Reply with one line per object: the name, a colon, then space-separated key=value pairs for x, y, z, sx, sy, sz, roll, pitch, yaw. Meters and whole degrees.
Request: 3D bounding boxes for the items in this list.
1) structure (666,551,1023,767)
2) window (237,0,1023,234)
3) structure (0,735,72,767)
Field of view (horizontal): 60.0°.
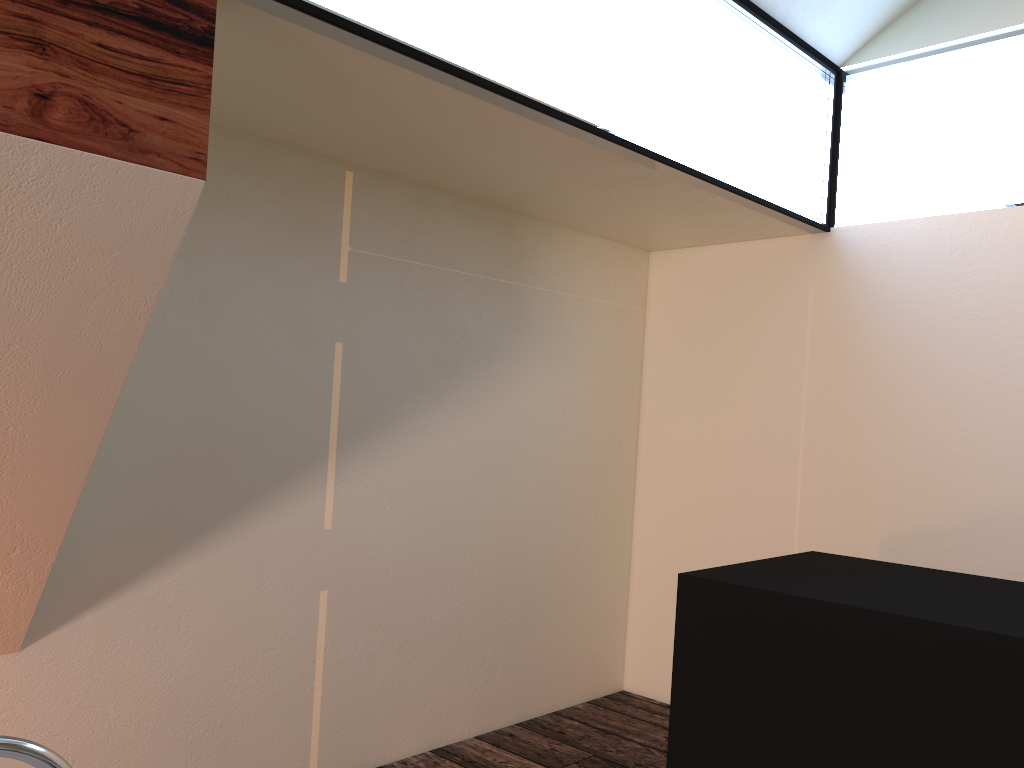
structure: x=1.010 y=1.024 z=2.356 sx=0.868 sy=0.860 sz=0.801 roll=2 pitch=-2 yaw=44
window: x=0.735 y=-1.063 z=1.380 sx=2.106 sy=0.676 sz=3.523 roll=1 pitch=-3 yaw=44
structure: x=-0.567 y=0.734 z=0.820 sx=0.554 sy=1.120 sz=0.384 roll=3 pitch=0 yaw=-31
